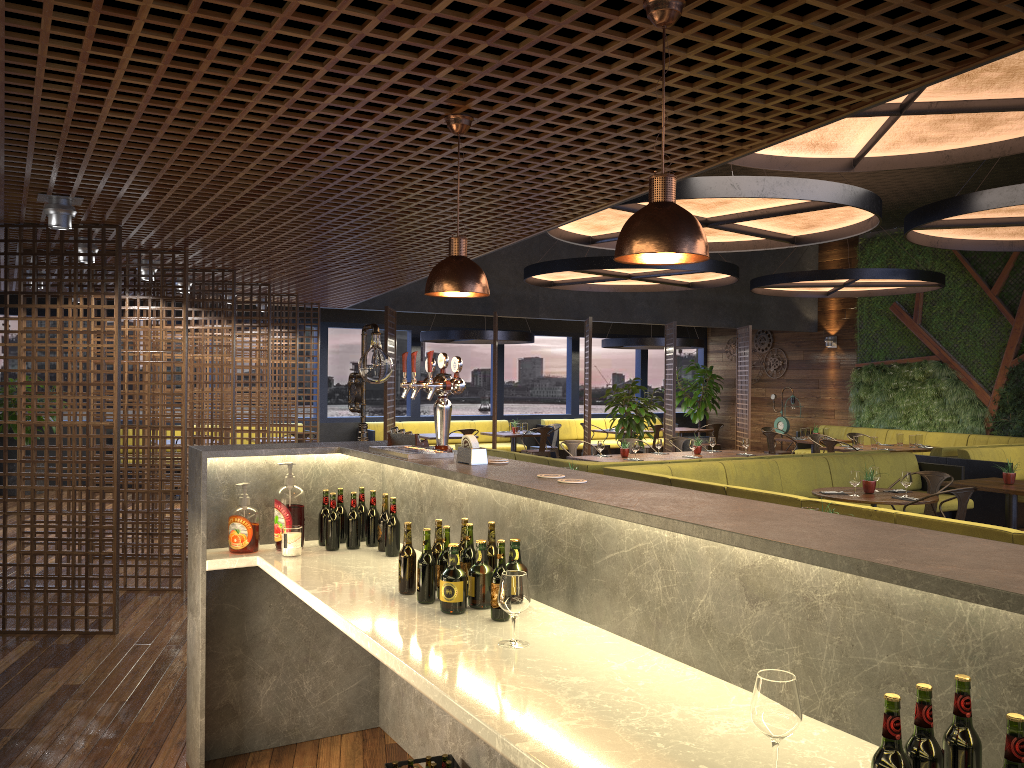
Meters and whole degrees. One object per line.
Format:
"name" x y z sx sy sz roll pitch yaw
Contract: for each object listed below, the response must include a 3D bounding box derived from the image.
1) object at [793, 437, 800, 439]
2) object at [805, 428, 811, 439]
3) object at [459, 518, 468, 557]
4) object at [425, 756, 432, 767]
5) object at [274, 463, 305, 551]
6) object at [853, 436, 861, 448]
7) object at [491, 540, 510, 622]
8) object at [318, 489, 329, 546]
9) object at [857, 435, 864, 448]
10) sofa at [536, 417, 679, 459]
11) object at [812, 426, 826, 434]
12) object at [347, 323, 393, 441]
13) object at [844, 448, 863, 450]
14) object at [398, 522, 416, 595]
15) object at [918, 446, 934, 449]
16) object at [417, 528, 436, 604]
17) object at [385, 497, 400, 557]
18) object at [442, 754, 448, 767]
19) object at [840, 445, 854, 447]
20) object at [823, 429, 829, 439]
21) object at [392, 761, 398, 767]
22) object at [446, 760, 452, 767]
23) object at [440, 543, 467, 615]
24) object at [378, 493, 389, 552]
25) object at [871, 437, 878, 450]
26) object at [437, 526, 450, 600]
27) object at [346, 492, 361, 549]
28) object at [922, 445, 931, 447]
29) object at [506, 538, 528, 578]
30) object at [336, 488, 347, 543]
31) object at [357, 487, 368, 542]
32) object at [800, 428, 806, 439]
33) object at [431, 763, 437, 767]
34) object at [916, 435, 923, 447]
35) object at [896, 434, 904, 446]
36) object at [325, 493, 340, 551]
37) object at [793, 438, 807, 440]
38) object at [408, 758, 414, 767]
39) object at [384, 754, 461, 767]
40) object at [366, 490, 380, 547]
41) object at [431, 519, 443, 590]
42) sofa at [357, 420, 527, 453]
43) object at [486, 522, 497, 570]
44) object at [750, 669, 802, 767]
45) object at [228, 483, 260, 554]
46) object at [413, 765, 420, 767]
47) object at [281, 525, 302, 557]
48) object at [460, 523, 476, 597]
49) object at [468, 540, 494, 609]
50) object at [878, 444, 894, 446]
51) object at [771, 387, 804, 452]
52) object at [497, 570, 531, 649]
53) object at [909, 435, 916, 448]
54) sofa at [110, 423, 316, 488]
"object" 4.849 0.907 15.014 0.255 0.019 0.157 0 0 -30
"object" 4.973 0.829 14.902 0.102 0.178 0.102 1 0 6
"object" -0.175 0.622 3.269 0.063 0.254 0.063 0 0 -33
"object" -0.328 1.566 3.483 0.056 0.205 0.056 0 0 -17
"object" -0.991 0.544 3.958 0.133 0.385 0.133 1 0 9
"object" 4.957 0.841 12.751 0.102 0.178 0.102 0 0 -44
"object" -0.036 0.626 2.831 0.063 0.254 0.063 0 0 -42
"object" -0.855 0.612 4.066 0.063 0.254 0.063 0 0 -38
"object" 5.114 0.841 13.014 0.102 0.178 0.102 0 0 -44
"sofa" 2.049 1.178 18.264 3.061 0.914 0.966 0 0 -30
"object" 5.045 0.785 14.719 0.238 0.271 0.260 1 0 -8
"object" -0.916 0.099 5.544 0.263 0.944 0.566 0 0 -37
"object" 4.845 0.920 12.628 0.157 0.019 0.255 0 0 -30
"object" -0.373 0.620 3.165 0.063 0.254 0.063 1 0 12
"object" 6.081 0.931 13.036 0.157 0.019 0.255 0 0 -30
"object" -0.293 0.622 3.037 0.063 0.254 0.063 1 0 23
"object" -0.515 0.616 3.833 0.063 0.254 0.063 1 0 32
"object" -0.265 1.567 3.502 0.057 0.205 0.056 0 0 -23
"object" 4.976 0.919 13.077 0.157 0.019 0.255 0 0 -30
"object" 5.221 0.833 14.749 0.102 0.178 0.102 1 0 6
"object" -0.453 1.565 3.435 0.056 0.205 0.056 1 0 43
"object" -0.247 1.568 3.443 0.057 0.205 0.056 1 0 32
"object" -0.192 0.639 2.920 0.088 0.224 0.088 1 0 15
"object" -0.564 0.615 3.941 0.063 0.254 0.063 1 0 -2
"object" 5.170 0.844 12.654 0.102 0.178 0.102 1 0 6
"object" -0.229 0.622 3.092 0.063 0.254 0.063 1 0 -2
"object" -0.713 0.613 3.987 0.063 0.254 0.063 0 0 -38
"object" 6.216 0.930 13.413 0.157 0.019 0.255 0 0 -30
"object" 0.010 0.640 3.021 0.088 0.224 0.088 0 0 -35
"object" -0.800 0.612 4.132 0.063 0.254 0.063 1 0 12
"object" -0.709 0.612 4.182 0.063 0.254 0.063 1 0 32
"object" 4.835 0.829 14.733 0.102 0.178 0.102 0 0 -44
"object" -0.303 1.567 3.421 0.056 0.205 0.056 0 0 -37
"object" 6.105 0.850 13.289 0.102 0.178 0.102 0 0 -44
"object" 5.889 0.847 13.459 0.102 0.178 0.102 0 0 -44
"object" -0.798 0.612 3.950 0.063 0.254 0.063 0 0 -43
"object" 4.722 0.908 14.610 0.157 0.019 0.255 0 0 -30
"object" -0.396 1.566 3.458 0.057 0.205 0.056 1 0 17
"object" -0.302 1.587 3.317 0.277 0.206 0.416 0 0 -20
"object" -0.636 0.613 4.055 0.063 0.254 0.063 1 0 32
"object" -0.268 0.621 3.235 0.063 0.254 0.063 1 0 32
"sofa" -1.238 1.155 16.379 3.061 0.914 0.966 0 0 -30
"object" -0.074 0.623 3.191 0.063 0.254 0.063 1 0 32
"object" 0.506 0.661 1.700 0.097 0.206 0.097 1 0 20
"object" -1.176 0.584 3.895 0.133 0.301 0.133 0 0 -24
"object" -0.367 1.567 3.396 0.057 0.205 0.056 1 0 -8
"object" -0.948 0.677 3.821 0.088 0.123 0.088 0 0 -24
"object" -0.151 0.623 3.146 0.063 0.254 0.063 0 0 -27
"object" -0.104 0.639 2.989 0.088 0.224 0.088 1 0 0
"object" 5.705 0.924 13.495 0.157 0.019 0.255 0 0 -30
"object" 5.464 0.867 17.582 0.459 1.615 0.848 0 0 -30
"object" 0.005 0.651 2.573 0.097 0.206 0.097 1 0 2
"object" 5.907 0.849 13.077 0.102 0.178 0.102 1 0 6
"sofa" -4.772 1.130 14.352 3.061 0.914 0.966 0 0 -30
